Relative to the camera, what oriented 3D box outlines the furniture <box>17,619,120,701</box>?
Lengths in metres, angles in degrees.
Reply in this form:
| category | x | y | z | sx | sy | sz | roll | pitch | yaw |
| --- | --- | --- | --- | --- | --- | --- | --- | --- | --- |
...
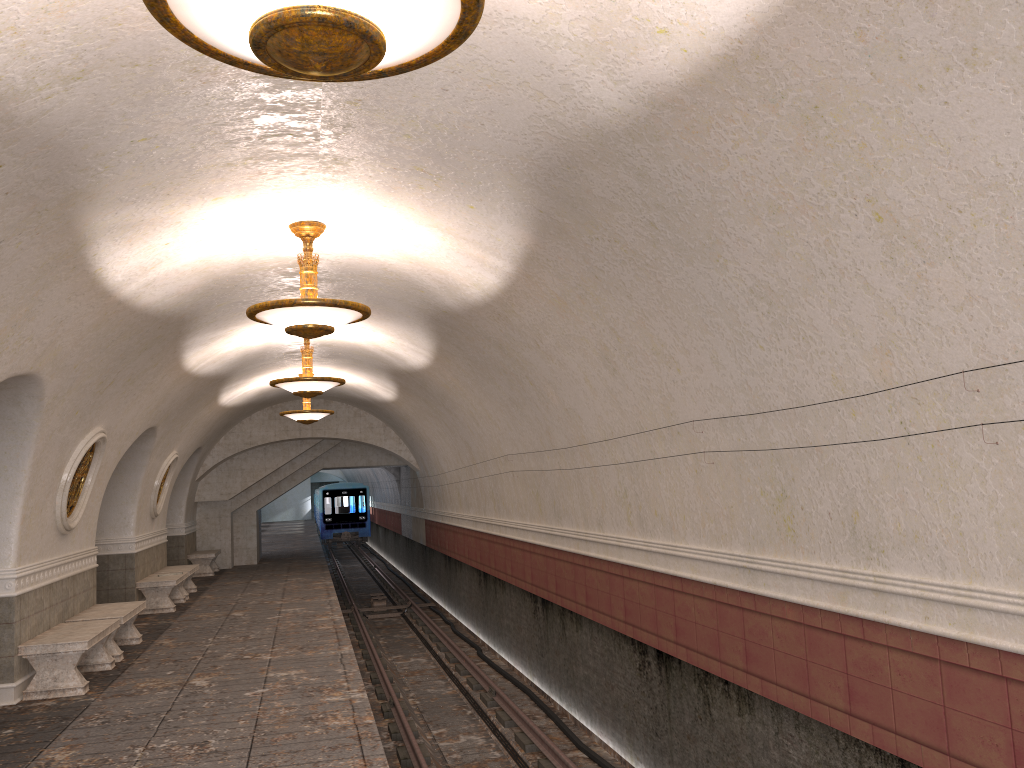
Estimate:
| category | x | y | z | sx | sy | sz | roll | pitch | yaw |
| --- | --- | --- | --- | --- | --- | --- | --- | --- | --- |
| furniture | -4.467 | 2.775 | 9.025 | 0.613 | 0.508 | 1.509 | -1 | -6 | -13 |

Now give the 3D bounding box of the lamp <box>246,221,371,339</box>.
| category | x | y | z | sx | sy | sz | roll | pitch | yaw |
| --- | --- | --- | --- | --- | --- | --- | --- | --- | --- |
| lamp | -1.687 | -0.843 | 7.365 | 1.008 | 0.955 | 1.008 | -3 | -6 | 3 |

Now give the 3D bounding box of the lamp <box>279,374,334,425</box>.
| category | x | y | z | sx | sy | sz | roll | pitch | yaw |
| --- | --- | --- | --- | --- | --- | --- | --- | --- | --- |
| lamp | -3.867 | 0.293 | 16.705 | 1.008 | 0.955 | 1.008 | -7 | -7 | 32 |

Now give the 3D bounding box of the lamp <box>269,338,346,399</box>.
| category | x | y | z | sx | sy | sz | roll | pitch | yaw |
| --- | --- | --- | --- | --- | --- | --- | --- | --- | --- |
| lamp | -2.777 | -0.275 | 12.034 | 1.008 | 0.955 | 1.008 | -3 | -6 | 3 |

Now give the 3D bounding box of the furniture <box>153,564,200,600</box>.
| category | x | y | z | sx | sy | sz | roll | pitch | yaw |
| --- | --- | --- | --- | --- | --- | --- | --- | --- | --- |
| furniture | -6.192 | 3.674 | 16.417 | 0.613 | 0.508 | 1.509 | -1 | -6 | -13 |

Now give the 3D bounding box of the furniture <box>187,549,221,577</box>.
| category | x | y | z | sx | sy | sz | roll | pitch | yaw |
| --- | --- | --- | --- | --- | --- | --- | --- | --- | --- |
| furniture | -7.235 | 4.218 | 20.886 | 0.613 | 0.508 | 1.509 | -1 | -6 | -13 |

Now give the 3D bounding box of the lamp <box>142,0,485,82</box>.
| category | x | y | z | sx | sy | sz | roll | pitch | yaw |
| --- | --- | --- | --- | --- | --- | --- | --- | --- | --- |
| lamp | -0.598 | -1.411 | 2.694 | 1.008 | 0.955 | 1.008 | 1 | -7 | -29 |

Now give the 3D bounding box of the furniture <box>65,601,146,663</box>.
| category | x | y | z | sx | sy | sz | roll | pitch | yaw |
| --- | --- | --- | --- | --- | --- | --- | --- | --- | --- |
| furniture | -4.847 | 2.973 | 10.651 | 0.613 | 0.508 | 1.509 | -1 | -6 | -13 |

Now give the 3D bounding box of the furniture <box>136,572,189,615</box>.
| category | x | y | z | sx | sy | sz | roll | pitch | yaw |
| --- | --- | --- | --- | --- | --- | --- | --- | --- | --- |
| furniture | -5.813 | 3.476 | 14.791 | 0.613 | 0.508 | 1.509 | -1 | -6 | -13 |
